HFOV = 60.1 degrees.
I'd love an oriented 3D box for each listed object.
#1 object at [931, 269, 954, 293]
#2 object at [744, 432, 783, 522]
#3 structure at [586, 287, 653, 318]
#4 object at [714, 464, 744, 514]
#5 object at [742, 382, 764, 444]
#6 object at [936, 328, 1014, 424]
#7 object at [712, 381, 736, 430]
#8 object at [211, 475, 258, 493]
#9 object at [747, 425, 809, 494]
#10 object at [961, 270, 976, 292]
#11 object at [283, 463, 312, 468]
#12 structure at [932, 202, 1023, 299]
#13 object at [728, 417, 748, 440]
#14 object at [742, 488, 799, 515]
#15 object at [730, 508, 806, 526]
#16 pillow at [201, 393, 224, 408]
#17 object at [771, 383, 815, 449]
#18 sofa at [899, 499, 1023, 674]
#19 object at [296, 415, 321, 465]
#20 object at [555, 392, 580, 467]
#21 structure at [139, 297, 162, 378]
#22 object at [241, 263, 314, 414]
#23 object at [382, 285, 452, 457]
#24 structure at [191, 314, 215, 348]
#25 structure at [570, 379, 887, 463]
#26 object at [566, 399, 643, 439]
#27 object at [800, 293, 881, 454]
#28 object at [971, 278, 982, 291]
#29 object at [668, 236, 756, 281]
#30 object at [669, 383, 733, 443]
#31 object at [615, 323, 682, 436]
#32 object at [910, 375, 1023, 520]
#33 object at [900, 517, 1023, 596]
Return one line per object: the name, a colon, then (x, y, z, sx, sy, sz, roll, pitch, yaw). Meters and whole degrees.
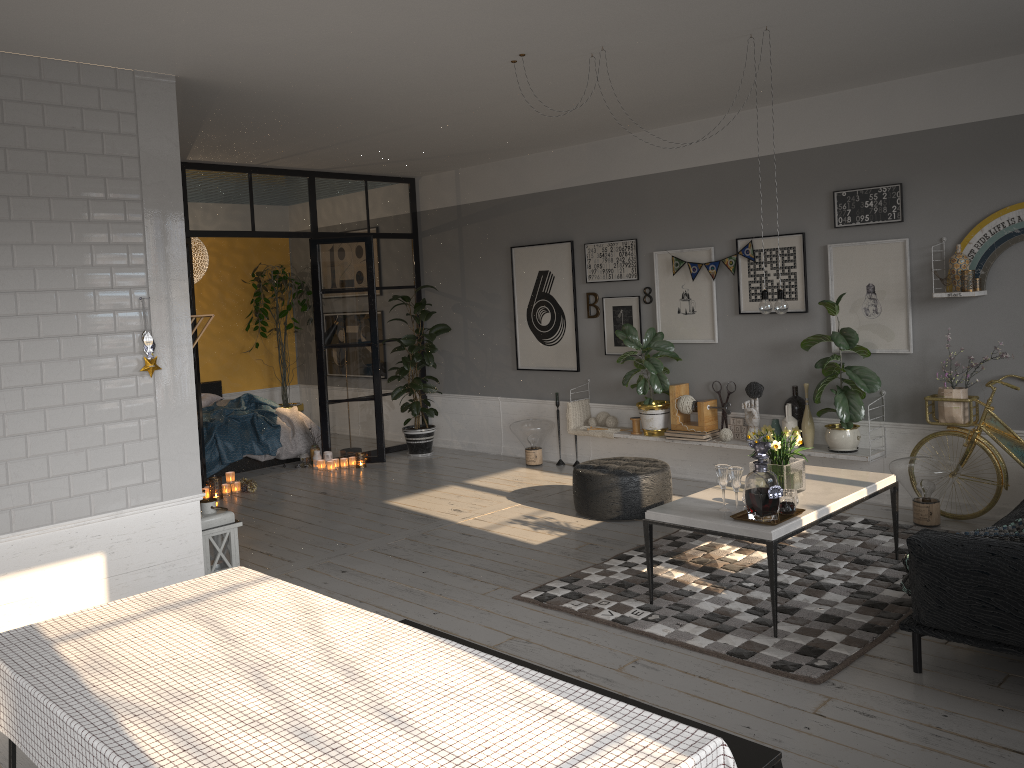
object: (2.835, -0.681, 5.816, 0.060, 0.165, 0.197, -4, 4, -11)
object: (1.197, 0.442, 4.241, 0.148, 0.416, 0.156, -4, 3, -26)
structure: (0.965, -0.730, 7.973, 0.739, 0.262, 0.024, 2, 5, 45)
object: (1.090, 0.527, 4.429, 0.082, 0.226, 0.168, -5, 4, -34)
object: (1.890, 0.221, 6.908, 0.155, 0.482, 0.137, -1, 3, 44)
object: (2.959, -0.047, 5.732, 0.254, 0.639, 0.488, -4, 4, -27)
object: (1.743, 0.206, 7.237, 0.221, 0.462, 0.019, 0, 3, 45)
object: (-2.562, 0.914, 8.115, 0.717, 0.117, 0.193, 1, 6, 34)
object: (1.443, 0.409, 4.773, 0.353, 0.350, 0.325, -7, 5, -43)
object: (2.950, -0.667, 5.723, 0.086, 0.139, 0.086, -1, 4, 37)
object: (-2.189, 0.832, 9.014, 0.326, 0.053, 0.088, -2, 5, 9)
structure: (3.558, -0.669, 5.208, 2.023, 0.952, 0.268, 2, 5, 45)
object: (1.853, 0.358, 7.090, 0.078, 0.173, 0.265, -5, 5, -39)
object: (1.283, 0.589, 4.426, 0.279, 0.087, 0.247, -1, 6, 23)
object: (1.245, 0.635, 4.301, 0.247, 0.015, 0.319, 3, 8, 45)
pillow: (-3.596, 0.213, 9.990, 0.484, 0.226, 0.596, -3, 5, 4)
object: (2.103, 0.230, 6.676, 0.285, 0.487, 0.333, -3, 3, 5)
sofa: (2.699, 0.704, 4.142, 0.970, 0.795, 2.350, 1, 7, 44)
object: (-2.014, 0.568, 9.191, 0.437, 0.520, 0.279, -3, 3, -5)
object: (0.521, 0.423, 8.360, 0.279, 0.699, 0.092, -1, 3, 37)
structure: (-2.009, -0.257, 4.877, 0.078, 0.446, 0.134, -2, 3, 33)
object: (-2.872, -0.443, 11.183, 1.248, 2.198, 1.349, -1, 4, 31)
object: (-2.047, 0.035, 8.171, 1.011, 1.789, 3.911, 0, 6, 44)
structure: (-2.011, -0.575, 5.350, 0.495, 0.773, 0.186, 0, 4, 45)
structure: (1.601, 0.257, 7.218, 2.776, 0.485, 0.309, 3, 6, 45)
object: (0.869, 0.318, 7.915, 0.330, 0.306, 0.785, -7, 7, -44)
object: (2.362, -0.081, 6.344, 0.416, 1.147, 0.568, -3, 3, -6)
object: (3.024, -0.647, 5.763, 0.062, 0.081, 0.062, -2, 4, 21)
object: (1.622, -1.008, 7.257, 0.914, 0.338, 0.057, 2, 5, 44)
object: (1.565, 0.232, 7.209, 0.546, 0.439, 0.239, 1, 5, 45)
object: (1.171, -0.042, 7.491, 0.510, 0.961, 0.548, -1, 3, 30)
object: (3.286, 0.440, 5.482, 1.625, 0.967, 0.428, 0, 4, 36)
object: (2.068, 0.784, 3.918, 0.490, 0.328, 0.669, 1, 6, 40)
